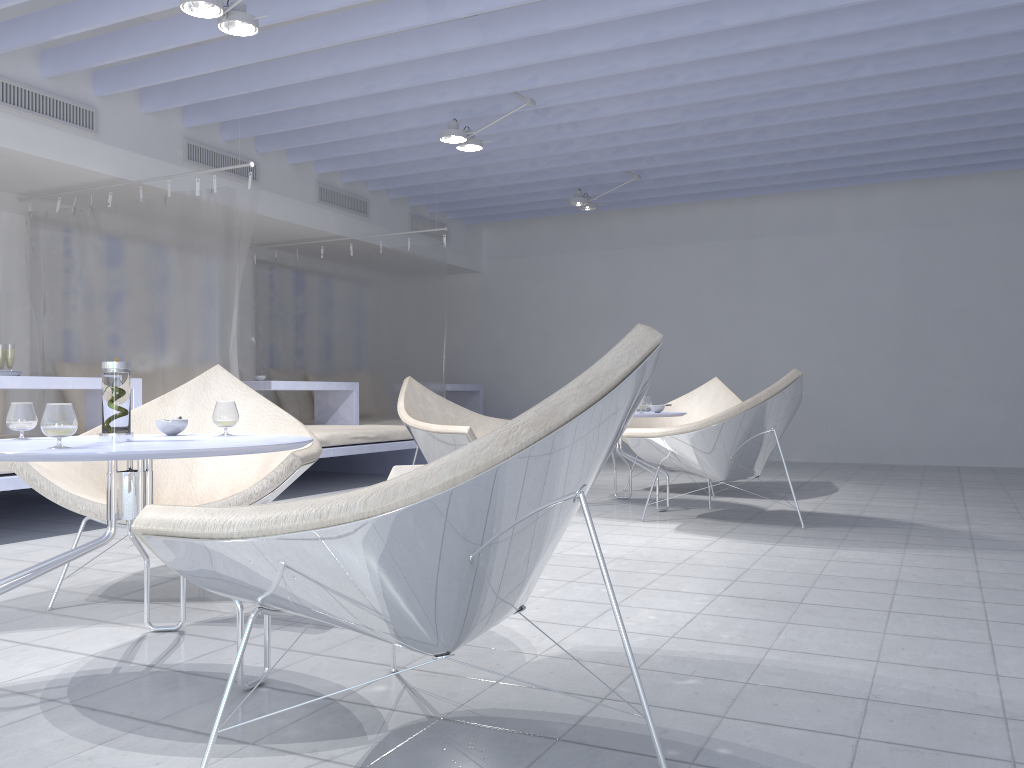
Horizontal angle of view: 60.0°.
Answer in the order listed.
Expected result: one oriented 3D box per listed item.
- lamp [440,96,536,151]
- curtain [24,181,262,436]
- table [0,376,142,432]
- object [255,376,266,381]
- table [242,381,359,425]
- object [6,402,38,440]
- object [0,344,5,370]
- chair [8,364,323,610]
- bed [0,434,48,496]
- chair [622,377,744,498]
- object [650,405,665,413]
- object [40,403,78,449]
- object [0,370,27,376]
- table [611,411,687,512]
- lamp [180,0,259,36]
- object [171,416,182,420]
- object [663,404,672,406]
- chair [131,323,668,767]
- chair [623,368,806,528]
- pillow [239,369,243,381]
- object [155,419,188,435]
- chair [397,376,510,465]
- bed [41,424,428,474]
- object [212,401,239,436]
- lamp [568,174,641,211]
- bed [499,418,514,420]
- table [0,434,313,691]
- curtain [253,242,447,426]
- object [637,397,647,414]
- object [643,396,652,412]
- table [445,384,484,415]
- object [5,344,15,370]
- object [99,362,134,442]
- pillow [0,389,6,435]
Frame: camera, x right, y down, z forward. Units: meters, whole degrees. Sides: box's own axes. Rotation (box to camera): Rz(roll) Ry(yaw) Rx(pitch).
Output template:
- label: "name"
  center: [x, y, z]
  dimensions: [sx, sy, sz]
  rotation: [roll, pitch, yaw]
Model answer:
- label: "lamp"
  center: [-0.134, -1.639, 5.551]
  dimensions: [0.587, 0.218, 0.380]
  rotation: [-1, -1, 26]
- label: "curtain"
  center: [-2.351, -0.388, 5.490]
  dimensions: [2.050, 1.552, 0.151]
  rotation: [-1, -1, 26]
- label: "table"
  center: [-2.658, 0.188, 4.983]
  dimensions: [0.416, 0.450, 1.065]
  rotation: [-1, -1, 26]
- label: "object"
  center: [-1.893, -0.041, 6.668]
  dimensions: [0.082, 0.043, 0.082]
  rotation: [0, -1, -13]
- label: "table"
  center: [-1.688, 0.209, 6.974]
  dimensions: [0.416, 0.450, 1.065]
  rotation: [-1, -1, 26]
- label: "object"
  center: [-1.200, 0.091, 2.172]
  dimensions: [0.068, 0.091, 0.068]
  rotation: [-1, -1, 18]
- label: "object"
  center: [-2.783, -0.131, 4.830]
  dimensions: [0.059, 0.174, 0.059]
  rotation: [0, -1, -6]
- label: "chair"
  center: [-1.087, 0.301, 3.022]
  dimensions: [0.906, 0.759, 0.753]
  rotation: [0, -1, -4]
- label: "bed"
  center: [-2.889, 0.497, 4.517]
  dimensions: [2.022, 0.422, 2.200]
  rotation: [-1, -1, 26]
- label: "chair"
  center: [1.208, 0.326, 5.913]
  dimensions: [0.906, 0.759, 0.753]
  rotation: [-1, -1, 41]
- label: "object"
  center: [0.811, 0.140, 4.944]
  dimensions: [0.082, 0.043, 0.082]
  rotation: [-1, -1, 28]
- label: "object"
  center: [-0.918, 0.085, 1.799]
  dimensions: [0.068, 0.091, 0.068]
  rotation: [0, -1, -42]
- label: "object"
  center: [-2.798, -0.056, 4.713]
  dimensions: [0.275, 0.031, 0.429]
  rotation: [-1, -1, 28]
- label: "table"
  center: [0.584, 0.432, 5.082]
  dimensions: [0.825, 0.534, 0.823]
  rotation: [0, -1, 3]
- label: "lamp"
  center: [-1.050, -1.658, 3.672]
  dimensions: [0.587, 0.218, 0.380]
  rotation: [-1, -1, 26]
- label: "object"
  center: [-0.910, 0.097, 2.407]
  dimensions: [0.012, 0.016, 0.098]
  rotation: [0, -1, -8]
- label: "object"
  center: [0.837, 0.120, 4.927]
  dimensions: [0.098, 0.016, 0.012]
  rotation: [-1, -1, 26]
- label: "chair"
  center: [-0.084, 0.278, 1.631]
  dimensions: [0.753, 0.759, 0.906]
  rotation: [-1, -1, 21]
- label: "chair"
  center: [1.116, 0.308, 4.461]
  dimensions: [0.753, 0.759, 0.906]
  rotation: [-1, -1, 43]
- label: "pillow"
  center: [-2.450, 0.114, 7.572]
  dimensions: [0.230, 0.521, 0.524]
  rotation: [-1, -1, 24]
- label: "object"
  center: [-0.911, 0.116, 2.375]
  dimensions: [0.082, 0.043, 0.082]
  rotation: [0, -1, -6]
- label: "chair"
  center: [-0.352, 0.327, 5.360]
  dimensions: [0.753, 0.759, 0.906]
  rotation: [-1, -1, 30]
- label: "bed"
  center: [-1.906, 0.515, 6.496]
  dimensions: [2.016, 0.427, 2.200]
  rotation: [-1, -1, 26]
- label: "object"
  center: [-0.758, 0.091, 2.347]
  dimensions: [0.068, 0.091, 0.068]
  rotation: [0, -1, -36]
- label: "lamp"
  center: [0.791, -1.619, 7.449]
  dimensions: [0.587, 0.218, 0.380]
  rotation: [-1, -1, 26]
- label: "bed"
  center: [-0.937, 0.535, 8.484]
  dimensions: [2.016, 0.427, 2.200]
  rotation: [-1, -1, 26]
- label: "table"
  center: [-0.886, 0.401, 2.071]
  dimensions: [0.825, 0.534, 0.823]
  rotation: [-1, -1, 17]
- label: "curtain"
  center: [-1.414, -0.347, 7.503]
  dimensions: [1.998, 1.559, 0.125]
  rotation: [-1, -1, 24]
- label: "object"
  center: [0.703, 0.115, 4.832]
  dimensions: [0.068, 0.091, 0.068]
  rotation: [0, -1, 16]
- label: "object"
  center: [0.800, 0.120, 5.298]
  dimensions: [0.068, 0.091, 0.068]
  rotation: [0, -1, 16]
- label: "table"
  center: [-0.719, 0.229, 8.962]
  dimensions: [0.416, 0.450, 1.065]
  rotation: [-1, -1, 26]
- label: "object"
  center: [-2.722, -0.131, 4.807]
  dimensions: [0.059, 0.174, 0.059]
  rotation: [0, -1, -6]
- label: "object"
  center: [-0.921, 0.040, 2.065]
  dimensions: [0.075, 0.189, 0.075]
  rotation: [-1, -1, 18]
- label: "pillow"
  center: [-3.437, 0.081, 5.571]
  dimensions: [0.231, 0.510, 0.572]
  rotation: [-1, -1, 27]
